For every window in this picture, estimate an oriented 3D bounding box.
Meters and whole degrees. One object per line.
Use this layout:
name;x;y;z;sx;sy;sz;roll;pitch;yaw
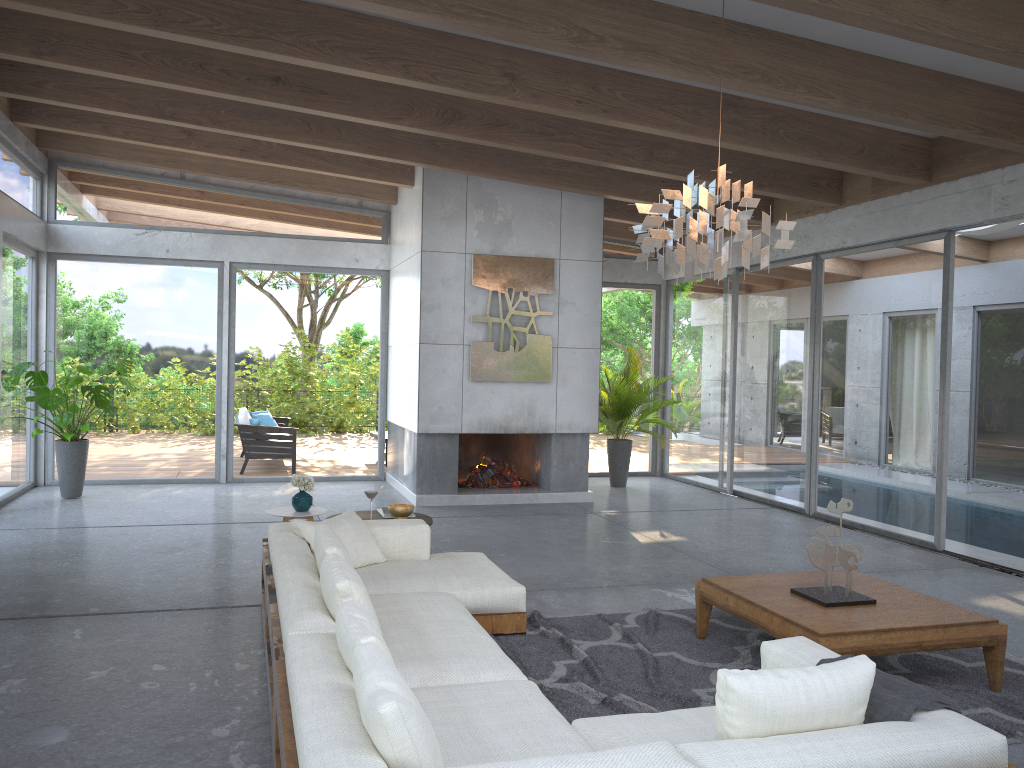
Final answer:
window;1.706;-0.412;4.239;14.294;3.764;23.280;1;1;-17

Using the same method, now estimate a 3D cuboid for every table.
table;1.682;1.274;4.579;1.048;0.352;1.112;1;1;-17
table;-0.908;1.139;6.046;0.725;0.441;0.725;2;1;35

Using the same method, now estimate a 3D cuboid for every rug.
rug;1.124;1.409;4.473;3.186;0.056;2.187;1;1;-16

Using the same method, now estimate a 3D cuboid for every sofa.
sofa;-0.058;1.117;3.953;1.965;0.777;3.733;1;1;-17

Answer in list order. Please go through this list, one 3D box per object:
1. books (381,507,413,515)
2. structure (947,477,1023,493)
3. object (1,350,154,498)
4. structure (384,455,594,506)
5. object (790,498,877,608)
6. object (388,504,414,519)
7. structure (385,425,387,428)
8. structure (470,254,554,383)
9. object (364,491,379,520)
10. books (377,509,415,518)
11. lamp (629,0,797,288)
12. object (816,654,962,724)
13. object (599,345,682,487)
books;-0.810;0.896;6.249;0.205;0.012;0.290;1;1;-12
structure;7.720;1.508;8.304;0.477;0.068;13.673;1;1;-17
object;-4.715;0.415;9.444;1.416;1.540;1.731;1;1;2
structure;-0.360;0.986;10.662;2.012;0.595;2.203;1;1;-17
object;1.660;0.839;4.584;0.346;0.518;0.379;1;1;-17
object;-0.753;0.875;6.016;0.173;0.097;0.173;0;2;-37
structure;-4.507;0.845;11.378;15.587;3.022;31.708;2;1;24
structure;0.005;-0.698;9.552;0.919;1.351;0.041;1;1;-17
object;-0.929;0.816;5.845;0.099;0.212;0.099;2;1;14
books;-0.818;0.909;6.249;0.220;0.015;0.303;1;1;-17
lamp;0.832;-1.161;4.149;0.862;1.400;0.636;2;1;30
object;1.071;1.277;2.786;0.857;0.704;0.472;1;1;-20
object;1.381;0.391;11.272;1.484;1.819;1.798;1;1;-10
